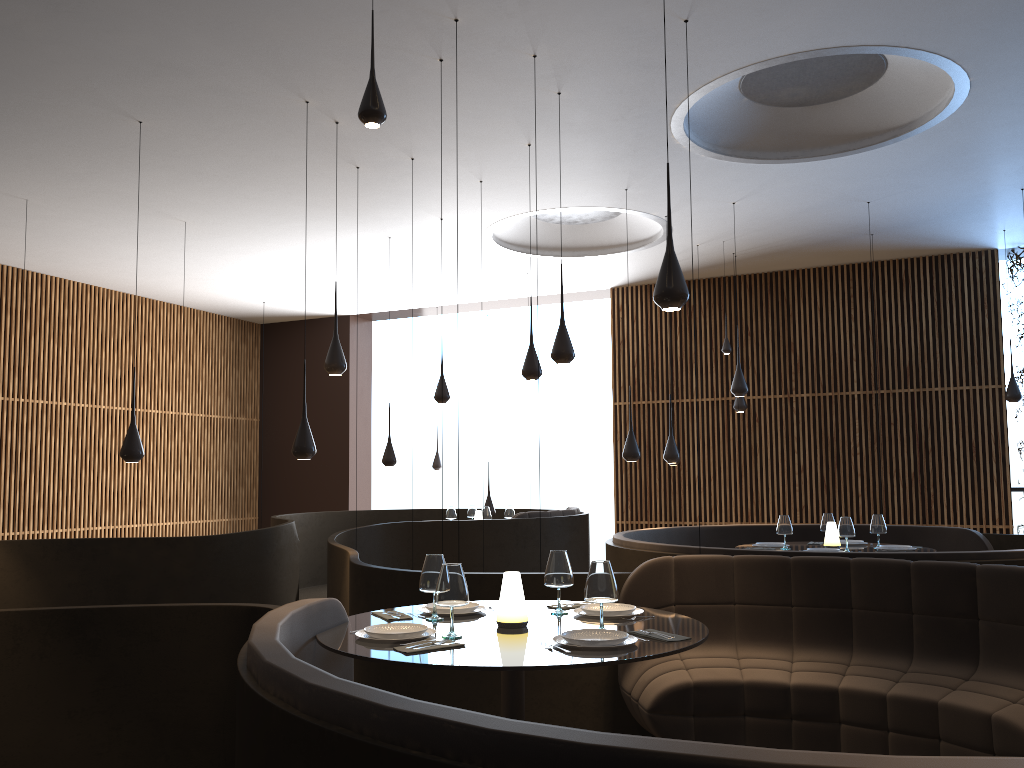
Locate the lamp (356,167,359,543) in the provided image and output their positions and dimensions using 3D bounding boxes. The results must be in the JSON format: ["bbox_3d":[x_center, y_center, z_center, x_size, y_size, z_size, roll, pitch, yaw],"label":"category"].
[{"bbox_3d":[-1.517,0.951,8.646,0.196,6.263,0.196,2,-5,-30],"label":"lamp"}]

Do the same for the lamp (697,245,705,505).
[{"bbox_3d":[2.544,1.245,11.747,0.196,6.263,0.196,3,-6,-38],"label":"lamp"}]

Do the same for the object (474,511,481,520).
[{"bbox_3d":[-0.441,1.775,11.610,0.144,0.232,0.142,4,-7,-44],"label":"object"}]

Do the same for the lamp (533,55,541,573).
[{"bbox_3d":[0.198,0.686,6.334,0.196,6.263,0.196,3,-6,-40],"label":"lamp"}]

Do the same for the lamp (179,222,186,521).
[{"bbox_3d":[-3.915,0.873,10.471,0.196,6.263,0.196,-4,-6,39],"label":"lamp"}]

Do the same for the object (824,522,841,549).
[{"bbox_3d":[2.842,1.343,7.878,0.144,0.232,0.142,-5,-7,40],"label":"object"}]

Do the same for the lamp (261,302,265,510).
[{"bbox_3d":[-3.303,2.024,11.659,0.196,6.263,0.196,-4,-6,39],"label":"lamp"}]

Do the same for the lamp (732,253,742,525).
[{"bbox_3d":[3.141,1.288,12.199,0.196,6.263,0.196,-3,-5,32],"label":"lamp"}]

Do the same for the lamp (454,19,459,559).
[{"bbox_3d":[-0.350,0.635,5.809,0.196,6.263,0.196,-1,-5,9],"label":"lamp"}]

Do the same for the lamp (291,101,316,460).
[{"bbox_3d":[-1.683,-0.865,7.229,0.196,2.955,0.196,-3,-5,29],"label":"lamp"}]

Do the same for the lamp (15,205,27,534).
[{"bbox_3d":[-5.339,0.791,9.580,0.196,6.263,0.196,-4,-6,39],"label":"lamp"}]

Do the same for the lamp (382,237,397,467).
[{"bbox_3d":[-1.568,-0.423,11.361,0.196,2.955,0.196,2,-5,-30],"label":"lamp"}]

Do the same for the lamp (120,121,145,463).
[{"bbox_3d":[-3.223,-0.810,7.605,0.196,2.955,0.196,2,-5,-30],"label":"lamp"}]

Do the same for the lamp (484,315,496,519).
[{"bbox_3d":[-0.343,0.460,12.862,0.196,2.955,0.196,1,-5,-21],"label":"lamp"}]

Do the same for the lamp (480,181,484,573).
[{"bbox_3d":[-0.297,0.988,9.099,0.196,6.263,0.196,-3,-5,29],"label":"lamp"}]

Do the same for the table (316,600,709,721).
[{"bbox_3d":[0.007,1.565,3.827,1.673,1.022,1.675,3,-7,-31],"label":"table"}]

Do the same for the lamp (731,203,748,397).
[{"bbox_3d":[2.553,-0.964,10.072,0.196,2.219,0.196,-2,-5,19],"label":"lamp"}]

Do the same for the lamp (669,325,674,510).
[{"bbox_3d":[2.332,1.365,12.842,0.196,6.263,0.196,-3,-5,32],"label":"lamp"}]

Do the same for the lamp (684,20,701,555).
[{"bbox_3d":[1.228,0.625,5.849,0.196,6.263,0.196,2,-5,-31],"label":"lamp"}]

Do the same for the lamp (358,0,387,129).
[{"bbox_3d":[-0.647,-1.935,4.126,0.133,1.505,0.133,-2,-5,19],"label":"lamp"}]

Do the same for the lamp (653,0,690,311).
[{"bbox_3d":[0.852,-1.509,4.882,0.196,2.219,0.196,1,-5,-21],"label":"lamp"}]

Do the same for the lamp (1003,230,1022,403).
[{"bbox_3d":[6.347,-0.869,11.320,0.196,2.219,0.196,2,-5,-30],"label":"lamp"}]

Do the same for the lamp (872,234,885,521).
[{"bbox_3d":[4.721,1.176,11.296,0.196,6.263,0.196,0,-5,-1],"label":"lamp"}]

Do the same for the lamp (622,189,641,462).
[{"bbox_3d":[1.258,-0.645,9.537,0.196,2.955,0.196,0,-5,-11],"label":"lamp"}]

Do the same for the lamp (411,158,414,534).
[{"bbox_3d":[-0.942,0.921,8.419,0.196,6.263,0.196,-3,-5,29],"label":"lamp"}]

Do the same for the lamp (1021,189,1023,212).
[{"bbox_3d":[5.654,0.976,9.515,0.196,6.263,0.196,1,-5,-21],"label":"lamp"}]

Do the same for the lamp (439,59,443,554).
[{"bbox_3d":[-0.501,0.698,6.384,0.196,6.263,0.196,-1,-5,9],"label":"lamp"}]

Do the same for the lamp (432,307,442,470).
[{"bbox_3d":[-1.351,0.076,16.026,0.196,2.955,0.196,3,-6,-40],"label":"lamp"}]

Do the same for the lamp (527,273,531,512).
[{"bbox_3d":[0.272,1.434,13.305,0.196,6.263,0.196,0,-5,-1],"label":"lamp"}]

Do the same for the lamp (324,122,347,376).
[{"bbox_3d":[-1.523,-1.182,7.680,0.196,2.219,0.196,2,-5,-31],"label":"lamp"}]

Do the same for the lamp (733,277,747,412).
[{"bbox_3d":[3.189,-0.712,12.509,0.196,2.219,0.196,3,-6,-40],"label":"lamp"}]

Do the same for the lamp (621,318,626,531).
[{"bbox_3d":[1.713,2.100,13.418,0.196,6.263,0.196,0,-5,-1],"label":"lamp"}]

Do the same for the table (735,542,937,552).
[{"bbox_3d":[2.848,1.968,7.828,1.673,1.022,1.675,-4,-7,34],"label":"table"}]

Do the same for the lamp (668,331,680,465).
[{"bbox_3d":[2.249,-0.332,12.539,0.196,2.955,0.196,-1,-5,9],"label":"lamp"}]

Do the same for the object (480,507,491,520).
[{"bbox_3d":[-0.331,1.700,11.209,0.142,0.295,0.142,-3,-5,27],"label":"object"}]

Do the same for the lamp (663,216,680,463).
[{"bbox_3d":[1.865,-0.543,10.537,0.196,2.955,0.196,1,-5,-21],"label":"lamp"}]

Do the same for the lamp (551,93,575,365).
[{"bbox_3d":[0.395,-1.262,7.139,0.196,2.219,0.196,-2,-5,19],"label":"lamp"}]

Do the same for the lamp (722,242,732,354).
[{"bbox_3d":[2.830,-1.147,11.767,0.133,1.505,0.133,-2,-5,19],"label":"lamp"}]

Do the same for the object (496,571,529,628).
[{"bbox_3d":[0.001,0.941,3.878,0.142,0.232,0.145,0,-5,-2],"label":"object"}]

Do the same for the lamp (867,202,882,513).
[{"bbox_3d":[4.126,1.036,9.932,0.196,6.263,0.196,1,-5,-21],"label":"lamp"}]

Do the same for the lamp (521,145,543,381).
[{"bbox_3d":[0.174,-1.138,8.243,0.196,2.219,0.196,-3,-5,29],"label":"lamp"}]

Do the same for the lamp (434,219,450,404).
[{"bbox_3d":[-0.837,-0.877,10.588,0.196,2.219,0.196,2,-5,-30],"label":"lamp"}]
